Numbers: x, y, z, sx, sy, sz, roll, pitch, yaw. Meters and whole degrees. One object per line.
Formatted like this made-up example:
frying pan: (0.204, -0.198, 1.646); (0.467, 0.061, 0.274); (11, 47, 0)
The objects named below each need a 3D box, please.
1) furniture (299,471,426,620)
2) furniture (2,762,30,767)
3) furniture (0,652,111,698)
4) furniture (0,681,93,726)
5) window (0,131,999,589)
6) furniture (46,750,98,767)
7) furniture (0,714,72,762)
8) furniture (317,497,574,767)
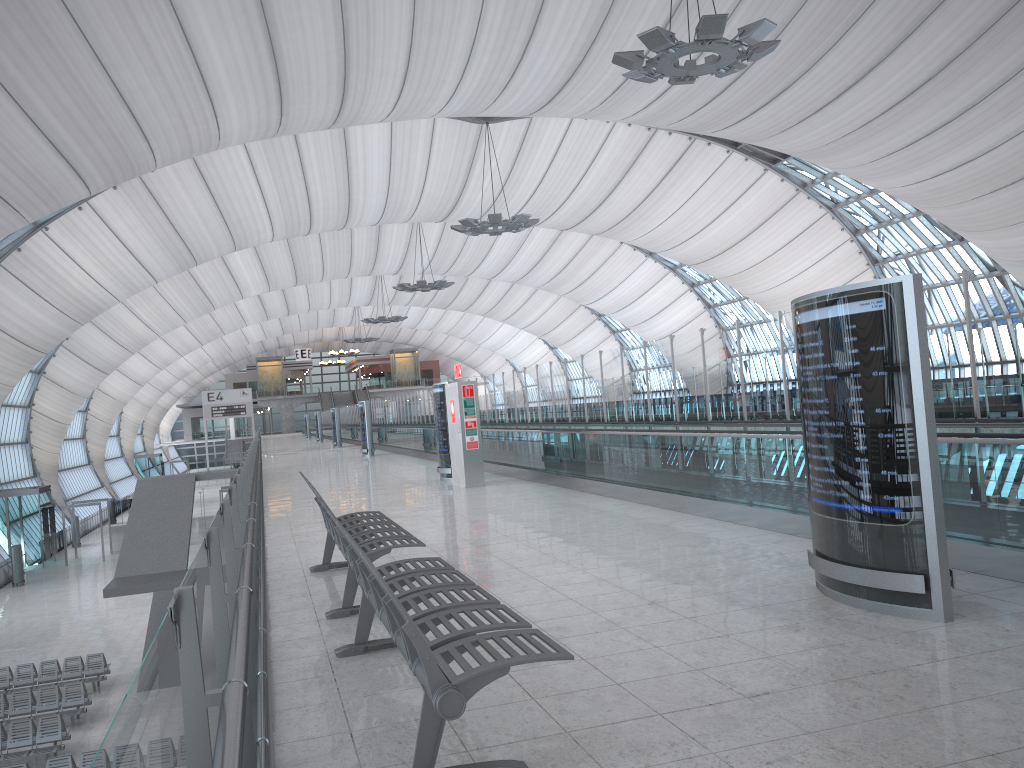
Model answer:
furniture: (-1.260, 1.176, 7.113); (0.713, 0.902, 2.520); (-4, -1, -16)
furniture: (-9.523, 7.059, 14.901); (2.705, 0.913, 1.572); (-4, -1, -16)
furniture: (-11.611, 7.401, 22.264); (2.705, 0.913, 1.572); (-4, -1, -16)
furniture: (-10.891, 7.283, 19.726); (2.705, 0.913, 1.572); (-4, -1, -16)
window: (-10.428, -0.916, 75.121); (50.537, 20.004, 167.818); (-4, -1, -16)
furniture: (-6.795, 6.854, 15.684); (2.705, 0.913, 1.572); (-4, -1, -16)
furniture: (-10.251, 7.178, 17.468); (2.705, 0.913, 1.572); (-4, -1, -16)
furniture: (-0.454, 1.042, 4.204); (0.713, 0.902, 2.520); (-4, -1, -16)
